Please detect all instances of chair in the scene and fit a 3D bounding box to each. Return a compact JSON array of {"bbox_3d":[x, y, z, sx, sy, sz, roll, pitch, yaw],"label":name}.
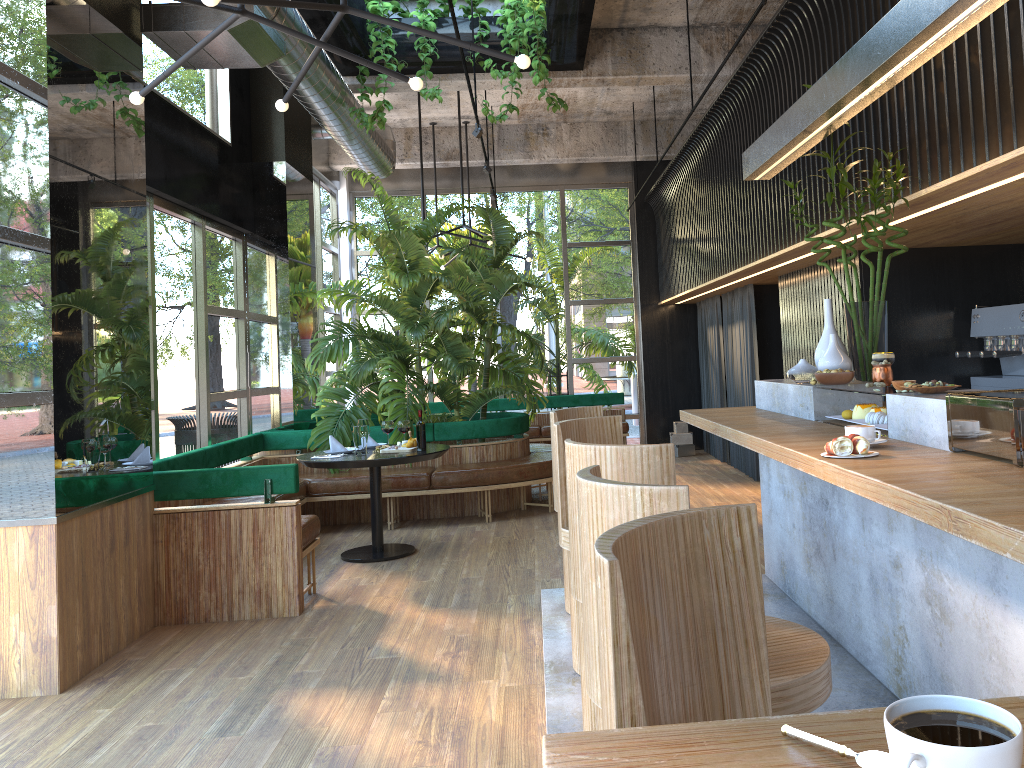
[{"bbox_3d":[0.411,0.699,1.236,0.574,0.971,0.520,-1,-2,-44],"label":"chair"},{"bbox_3d":[0.441,0.675,2.005,0.574,0.971,0.520,-1,-2,-41],"label":"chair"},{"bbox_3d":[0.482,0.606,4.371,0.540,0.971,0.553,-3,-2,9],"label":"chair"},{"bbox_3d":[0.462,0.630,3.564,0.569,0.971,0.524,-2,-2,-26],"label":"chair"},{"bbox_3d":[0.463,0.651,2.817,0.529,0.971,0.564,-3,-2,22],"label":"chair"}]

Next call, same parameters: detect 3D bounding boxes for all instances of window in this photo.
[{"bbox_3d":[-0.627,-1.901,2.338,4.159,6.500,20.260,-3,1,1],"label":"window"}]

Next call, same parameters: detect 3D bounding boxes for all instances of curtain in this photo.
[{"bbox_3d":[2.538,-0.076,10.571,0.122,2.061,3.257,-3,0,1],"label":"curtain"}]

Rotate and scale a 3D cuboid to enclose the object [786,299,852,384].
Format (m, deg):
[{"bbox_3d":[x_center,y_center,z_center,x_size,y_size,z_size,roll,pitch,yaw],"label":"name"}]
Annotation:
[{"bbox_3d":[1.477,-0.204,4.170,0.332,0.398,0.304,-2,-1,-42],"label":"object"}]

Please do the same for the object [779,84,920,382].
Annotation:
[{"bbox_3d":[1.625,-0.639,4.183,0.642,1.552,0.611,-4,-3,37],"label":"object"}]

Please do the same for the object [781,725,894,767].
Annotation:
[{"bbox_3d":[0.260,0.289,0.705,0.030,0.027,0.131,-3,1,-22],"label":"object"}]

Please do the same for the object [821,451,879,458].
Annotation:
[{"bbox_3d":[1.001,0.209,2.631,0.164,0.005,0.169,-3,2,11],"label":"object"}]

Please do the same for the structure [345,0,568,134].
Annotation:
[{"bbox_3d":[-0.336,-2.905,7.642,2.088,1.519,1.466,-3,-1,27],"label":"structure"}]

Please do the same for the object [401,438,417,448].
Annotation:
[{"bbox_3d":[-0.762,0.434,6.571,0.099,0.064,0.162,-3,1,-30],"label":"object"}]

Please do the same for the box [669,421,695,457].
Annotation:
[{"bbox_3d":[2.227,0.719,11.678,0.339,0.443,0.274,-2,-1,-13],"label":"box"}]

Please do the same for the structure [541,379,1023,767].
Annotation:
[{"bbox_3d":[2.980,0.329,1.605,5.877,1.732,7.088,-3,1,-1],"label":"structure"}]

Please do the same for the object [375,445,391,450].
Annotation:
[{"bbox_3d":[-0.958,0.477,6.700,0.097,0.028,0.129,-2,1,14],"label":"object"}]

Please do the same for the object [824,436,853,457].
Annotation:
[{"bbox_3d":[0.962,0.182,2.619,0.061,0.059,0.073,-3,0,-10],"label":"object"}]

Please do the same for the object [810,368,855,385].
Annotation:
[{"bbox_3d":[1.412,-0.033,3.917,0.189,0.073,0.231,-2,1,19],"label":"object"}]

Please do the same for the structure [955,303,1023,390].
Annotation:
[{"bbox_3d":[3.296,0.259,5.707,0.552,1.597,0.834,-3,-2,0],"label":"structure"}]

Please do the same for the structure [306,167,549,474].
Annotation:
[{"bbox_3d":[-0.839,-0.488,8.934,2.498,3.442,2.594,-2,-1,-16],"label":"structure"}]

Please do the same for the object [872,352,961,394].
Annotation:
[{"bbox_3d":[1.421,-0.047,3.297,0.209,0.135,0.807,-3,2,7],"label":"object"}]

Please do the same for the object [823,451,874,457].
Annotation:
[{"bbox_3d":[1.000,0.207,2.627,0.117,0.005,0.126,-2,2,38],"label":"object"}]

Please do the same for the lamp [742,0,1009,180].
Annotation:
[{"bbox_3d":[2.487,-2.171,1.843,5.041,2.135,6.656,-3,1,-6],"label":"lamp"}]

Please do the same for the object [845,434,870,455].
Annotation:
[{"bbox_3d":[1.015,0.179,2.637,0.073,0.060,0.125,-3,1,-31],"label":"object"}]

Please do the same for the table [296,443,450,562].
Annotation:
[{"bbox_3d":[-0.998,0.874,6.529,1.150,0.752,1.049,-3,0,-32],"label":"table"}]

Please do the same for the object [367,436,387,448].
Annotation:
[{"bbox_3d":[-1.094,0.428,6.905,0.240,0.139,0.226,-3,1,-17],"label":"object"}]

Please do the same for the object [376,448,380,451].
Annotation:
[{"bbox_3d":[-0.996,0.486,6.605,0.033,0.019,0.038,-3,1,11],"label":"object"}]

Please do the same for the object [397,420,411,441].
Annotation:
[{"bbox_3d":[-0.826,0.381,6.802,0.105,0.201,0.100,-2,-2,-12],"label":"object"}]

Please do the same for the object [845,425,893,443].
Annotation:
[{"bbox_3d":[1.132,0.161,2.830,0.137,0.064,0.107,-3,1,-22],"label":"object"}]

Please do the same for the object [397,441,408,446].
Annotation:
[{"bbox_3d":[-0.788,0.445,6.670,0.193,0.038,0.063,-2,1,32],"label":"object"}]

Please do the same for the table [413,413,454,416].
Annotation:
[{"bbox_3d":[-0.910,0.757,10.463,1.139,0.752,1.060,-3,0,-21],"label":"table"}]

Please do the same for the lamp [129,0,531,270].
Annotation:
[{"bbox_3d":[0.688,-2.253,2.689,5.110,1.825,18.808,-3,2,1],"label":"lamp"}]

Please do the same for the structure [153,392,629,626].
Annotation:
[{"bbox_3d":[0.600,0.518,2.312,6.059,1.550,20.013,-3,2,1],"label":"structure"}]

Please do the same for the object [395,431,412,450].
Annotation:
[{"bbox_3d":[-0.793,0.408,6.480,0.144,0.124,0.097,-3,-1,-21],"label":"object"}]

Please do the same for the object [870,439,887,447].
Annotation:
[{"bbox_3d":[1.112,0.191,2.828,0.162,0.020,0.159,-3,2,-4],"label":"object"}]

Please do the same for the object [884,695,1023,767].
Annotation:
[{"bbox_3d":[0.207,0.275,0.504,0.174,0.073,0.434,-2,2,35],"label":"object"}]

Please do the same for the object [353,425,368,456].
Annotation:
[{"bbox_3d":[-1.077,0.404,6.318,0.101,0.209,0.110,-4,-2,34],"label":"object"}]

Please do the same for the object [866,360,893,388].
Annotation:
[{"bbox_3d":[1.463,-0.042,3.554,0.086,0.107,0.161,-4,0,45],"label":"object"}]

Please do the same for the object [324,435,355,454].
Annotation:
[{"bbox_3d":[-1.274,0.446,6.569,0.240,0.139,0.226,-3,1,-17],"label":"object"}]

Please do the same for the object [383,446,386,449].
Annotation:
[{"bbox_3d":[-0.955,0.477,6.637,0.033,0.032,0.037,-3,0,-3],"label":"object"}]

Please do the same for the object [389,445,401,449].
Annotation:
[{"bbox_3d":[-0.865,0.465,6.564,0.102,0.013,0.222,-3,2,5],"label":"object"}]

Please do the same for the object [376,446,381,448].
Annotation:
[{"bbox_3d":[-1.011,0.481,6.723,0.024,0.025,0.047,-3,1,18],"label":"object"}]

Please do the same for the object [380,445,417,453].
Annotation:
[{"bbox_3d":[-0.807,0.478,6.571,0.236,0.019,0.357,-3,2,10],"label":"object"}]

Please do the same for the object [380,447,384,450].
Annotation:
[{"bbox_3d":[-0.958,0.480,6.546,0.032,0.031,0.040,-3,0,24],"label":"object"}]

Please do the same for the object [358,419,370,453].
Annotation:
[{"bbox_3d":[-1.082,0.380,6.486,0.095,0.245,0.089,-2,-2,-18],"label":"object"}]

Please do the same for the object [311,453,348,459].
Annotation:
[{"bbox_3d":[-1.288,0.509,6.310,0.256,0.019,0.156,-3,2,-2],"label":"object"}]

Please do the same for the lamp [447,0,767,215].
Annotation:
[{"bbox_3d":[-0.230,-2.489,6.904,3.815,1.533,9.960,-3,2,-2],"label":"lamp"}]

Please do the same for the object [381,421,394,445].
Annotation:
[{"bbox_3d":[-0.955,0.387,6.835,0.105,0.201,0.100,-2,-2,-12],"label":"object"}]

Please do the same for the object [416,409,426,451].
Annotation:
[{"bbox_3d":[-0.662,0.334,6.451,0.067,0.299,0.070,-3,-3,15],"label":"object"}]

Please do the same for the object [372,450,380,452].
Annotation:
[{"bbox_3d":[-0.995,0.492,6.503,0.062,0.013,0.147,-3,2,-5],"label":"object"}]
